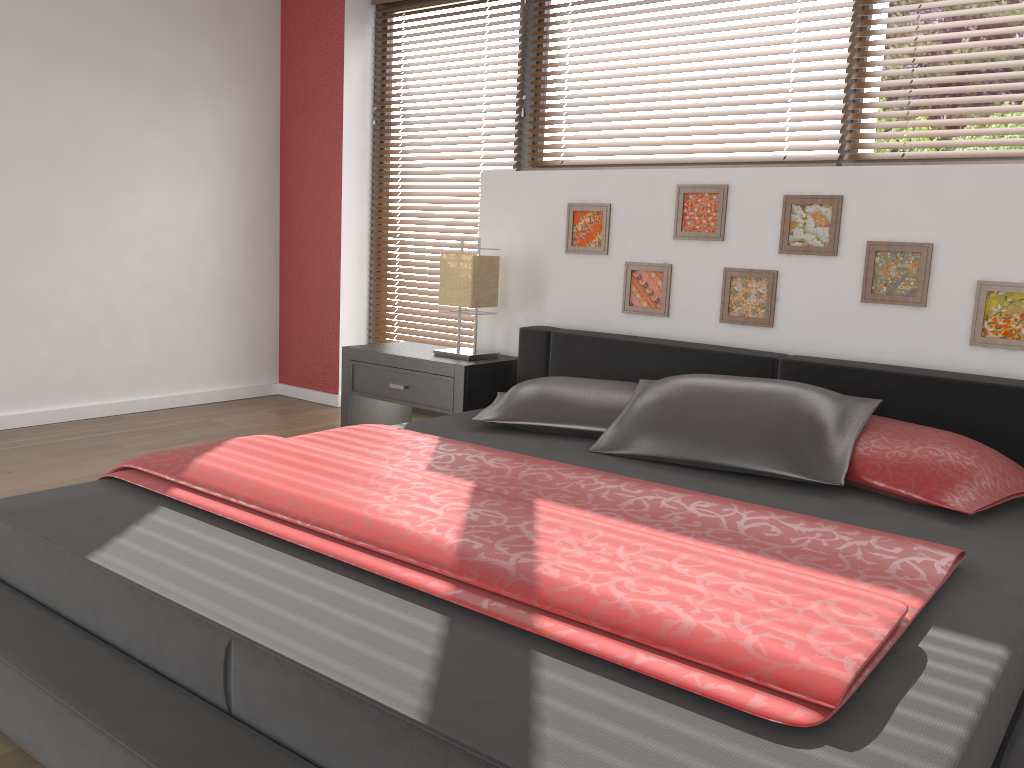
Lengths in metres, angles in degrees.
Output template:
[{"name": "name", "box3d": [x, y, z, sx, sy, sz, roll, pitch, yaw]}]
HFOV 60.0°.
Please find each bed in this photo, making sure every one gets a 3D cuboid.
[{"name": "bed", "box3d": [0.109, 0.271, 2.221, 2.469, 0.577, 2.413, 9, 11, 37]}]

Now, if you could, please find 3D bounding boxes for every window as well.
[{"name": "window", "box3d": [-0.322, -0.927, 4.436, 0.889, 1.893, 0.020, 9, 11, 37]}, {"name": "window", "box3d": [1.251, -1.206, 3.189, 2.817, 0.786, 0.020, 9, 11, 37]}]

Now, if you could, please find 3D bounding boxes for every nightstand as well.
[{"name": "nightstand", "box3d": [-0.353, 0.073, 3.822, 0.700, 0.423, 0.413, 9, 11, 37]}]

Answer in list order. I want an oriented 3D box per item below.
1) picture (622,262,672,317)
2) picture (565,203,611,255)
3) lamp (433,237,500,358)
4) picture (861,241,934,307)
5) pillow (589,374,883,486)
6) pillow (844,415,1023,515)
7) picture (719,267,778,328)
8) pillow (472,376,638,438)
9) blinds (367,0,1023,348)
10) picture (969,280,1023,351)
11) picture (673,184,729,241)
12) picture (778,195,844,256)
[{"name": "picture", "box3d": [0.517, -0.365, 3.408, 0.200, 0.200, 0.010, 9, 11, 37]}, {"name": "picture", "box3d": [0.302, -0.620, 3.543, 0.200, 0.200, 0.010, 9, 11, 37]}, {"name": "lamp", "box3d": [-0.181, -0.365, 3.687, 0.200, 0.480, 0.200, 9, 11, 37]}, {"name": "picture", "box3d": [1.236, -0.356, 2.854, 0.200, 0.200, 0.010, 9, 11, 37]}, {"name": "pillow", "box3d": [0.622, 0.102, 2.539, 0.744, 0.241, 0.386, 8, 11, 32]}, {"name": "pillow", "box3d": [1.021, 0.192, 2.420, 0.418, 0.172, 0.745, -3, 11, -33]}, {"name": "picture", "box3d": [0.843, -0.310, 3.164, 0.200, 0.200, 0.010, 9, 11, 37]}, {"name": "pillow", "box3d": [0.266, 0.077, 2.920, 0.745, 0.172, 0.418, 5, 9, 12]}, {"name": "blinds", "box3d": [1.180, -0.629, 3.227, 4.840, 1.952, 0.032, 9, 11, 37]}, {"name": "picture", "box3d": [1.500, -0.205, 2.670, 0.200, 0.200, 0.010, 9, 11, 37]}, {"name": "picture", "box3d": [0.689, -0.627, 3.244, 0.200, 0.200, 0.010, 9, 11, 37]}, {"name": "picture", "box3d": [1.011, -0.538, 3.006, 0.200, 0.200, 0.010, 9, 11, 37]}]
